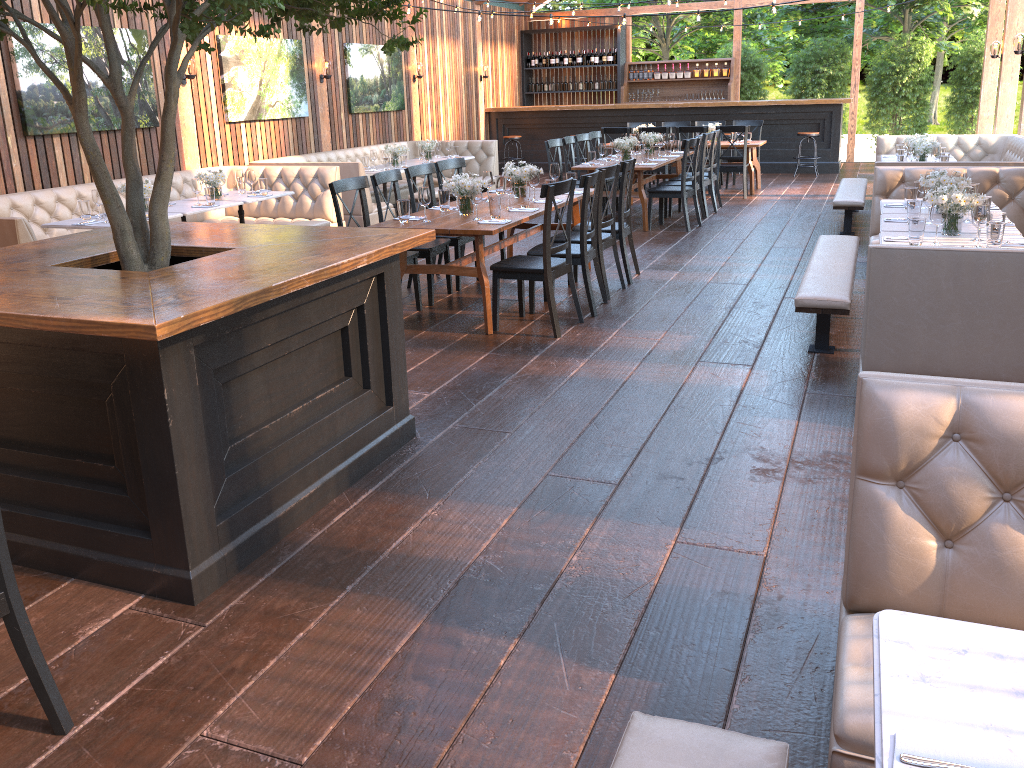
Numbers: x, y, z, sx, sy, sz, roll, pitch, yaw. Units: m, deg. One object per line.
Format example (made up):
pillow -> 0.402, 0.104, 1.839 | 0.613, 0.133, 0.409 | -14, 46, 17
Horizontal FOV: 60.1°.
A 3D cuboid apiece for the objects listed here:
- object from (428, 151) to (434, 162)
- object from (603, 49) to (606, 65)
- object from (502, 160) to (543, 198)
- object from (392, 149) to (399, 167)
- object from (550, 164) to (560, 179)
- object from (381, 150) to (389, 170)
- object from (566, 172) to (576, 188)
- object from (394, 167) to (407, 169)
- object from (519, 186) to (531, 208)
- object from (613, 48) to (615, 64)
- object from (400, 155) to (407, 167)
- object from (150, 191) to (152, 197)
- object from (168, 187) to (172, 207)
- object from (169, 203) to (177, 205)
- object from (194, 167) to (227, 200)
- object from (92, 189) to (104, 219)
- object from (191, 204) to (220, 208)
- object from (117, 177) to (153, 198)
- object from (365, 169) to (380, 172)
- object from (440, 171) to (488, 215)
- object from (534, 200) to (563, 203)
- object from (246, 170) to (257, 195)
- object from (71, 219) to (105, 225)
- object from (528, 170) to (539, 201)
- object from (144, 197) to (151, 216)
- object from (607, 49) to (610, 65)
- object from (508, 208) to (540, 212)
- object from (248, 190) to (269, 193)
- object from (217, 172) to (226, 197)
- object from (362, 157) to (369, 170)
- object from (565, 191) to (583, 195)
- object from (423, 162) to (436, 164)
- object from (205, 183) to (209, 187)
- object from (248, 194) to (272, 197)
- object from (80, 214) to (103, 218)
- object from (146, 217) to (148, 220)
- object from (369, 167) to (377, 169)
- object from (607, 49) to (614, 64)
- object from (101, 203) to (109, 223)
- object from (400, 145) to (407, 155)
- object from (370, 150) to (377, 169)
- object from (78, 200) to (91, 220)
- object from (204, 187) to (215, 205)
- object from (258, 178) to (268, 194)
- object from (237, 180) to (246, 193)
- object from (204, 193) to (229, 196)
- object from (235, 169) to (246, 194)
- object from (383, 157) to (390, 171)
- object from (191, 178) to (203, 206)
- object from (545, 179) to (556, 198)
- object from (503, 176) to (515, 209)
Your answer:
object -> -1.116, -3.150, 12.255 | 0.092, 0.155, 0.093 | 1, 16, 9
object -> 1.934, -6.839, 18.500 | 0.078, 0.307, 0.079 | 3, 16, 17
object -> 0.078, -1.724, 7.437 | 0.338, 0.304, 0.333 | -12, 19, -29
object -> -1.519, -2.939, 11.530 | 0.092, 0.240, 0.093 | -7, 16, -19
object -> 0.377, -1.805, 7.754 | 0.092, 0.240, 0.093 | 5, 17, 24
object -> -1.621, -2.865, 11.319 | 0.092, 0.240, 0.093 | -7, 16, -19
object -> 0.522, -1.781, 7.800 | 0.092, 0.155, 0.093 | -11, 19, -30
object -> -1.423, -2.791, 11.425 | 0.255, 0.018, 0.160 | 6, 20, 22
object -> 0.099, -1.440, 6.818 | 0.092, 0.155, 0.093 | 7, 18, 28
object -> 2.140, -6.891, 18.602 | 0.087, 0.329, 0.089 | -1, 15, 3
object -> -1.412, -2.911, 11.567 | 0.092, 0.155, 0.093 | 1, 16, 9
object -> -3.283, -1.707, 8.141 | 0.092, 0.155, 0.093 | 1, 16, 9
object -> -3.178, -1.760, 8.156 | 0.092, 0.240, 0.093 | -7, 16, -19
object -> -3.267, -1.695, 8.319 | 0.255, 0.018, 0.160 | 6, 20, 22
object -> -2.883, -1.937, 8.556 | 0.338, 0.304, 0.333 | 11, 21, 37
object -> -3.477, -1.512, 7.440 | 0.092, 0.240, 0.093 | -7, 16, -19
object -> -2.813, -1.626, 8.068 | 0.255, 0.018, 0.160 | 6, 20, 22
object -> -3.240, -1.639, 7.698 | 0.338, 0.304, 0.333 | 9, 20, 33
object -> -1.756, -2.725, 11.260 | 0.158, 0.018, 0.259 | 6, 20, 21
object -> -0.340, -1.401, 6.511 | 0.336, 0.304, 0.334 | 4, 18, 17
object -> 0.271, -1.475, 7.121 | 0.255, 0.018, 0.160 | 6, 20, 22
object -> -2.614, -2.022, 8.886 | 0.092, 0.240, 0.093 | 5, 17, 24
object -> -3.441, -1.321, 7.215 | 0.158, 0.018, 0.259 | 6, 20, 21
object -> 0.179, -1.620, 7.217 | 0.092, 0.240, 0.093 | 5, 17, 24
object -> -3.097, -1.507, 7.522 | 0.092, 0.155, 0.093 | 1, 16, 9
object -> 2.040, -6.885, 18.629 | 0.077, 0.304, 0.079 | -2, 15, 1
object -> 0.069, -1.317, 6.668 | 0.255, 0.018, 0.160 | 6, 20, 22
object -> -2.624, -1.986, 9.130 | 0.158, 0.018, 0.259 | 6, 20, 21
object -> -2.898, -1.993, 8.826 | 0.092, 0.240, 0.093 | -7, 16, -19
object -> -1.896, -2.862, 11.470 | 0.092, 0.155, 0.093 | 1, 16, 9
object -> 0.490, -1.655, 7.641 | 0.255, 0.018, 0.160 | 6, 20, 22
object -> -1.127, -3.030, 12.113 | 0.255, 0.018, 0.160 | 6, 20, 22
object -> -3.003, -1.940, 8.811 | 0.092, 0.155, 0.093 | 1, 16, 9
object -> -2.519, -1.874, 8.781 | 0.255, 0.018, 0.160 | 6, 20, 22
object -> -3.566, -1.446, 7.603 | 0.255, 0.018, 0.160 | 6, 20, 22
object -> -3.109, -1.387, 7.380 | 0.255, 0.018, 0.160 | 6, 20, 22
object -> -1.880, -2.850, 11.648 | 0.255, 0.018, 0.160 | 6, 20, 22
object -> 2.056, -6.841, 18.492 | 0.137, 0.310, 0.138 | 7, 18, 28
object -> -3.278, -1.388, 7.182 | 0.092, 0.155, 0.093 | 1, 16, 9
object -> -1.493, -3.163, 12.201 | 0.092, 0.240, 0.093 | -9, 17, -24
object -> -1.792, -2.915, 11.485 | 0.092, 0.240, 0.093 | -7, 16, -19
object -> -3.582, -1.459, 7.425 | 0.092, 0.155, 0.093 | 1, 16, 9
object -> -2.801, -1.746, 8.210 | 0.092, 0.155, 0.093 | 1, 16, 9
object -> -2.507, -1.994, 8.923 | 0.092, 0.155, 0.093 | 1, 16, 9
object -> -2.792, -2.052, 9.127 | 0.092, 0.155, 0.093 | -11, 19, -30
object -> -2.987, -1.927, 8.989 | 0.255, 0.018, 0.160 | 6, 20, 22
object -> -2.765, -2.059, 9.013 | 0.092, 0.240, 0.093 | -7, 16, -19
object -> -1.592, -2.792, 11.227 | 0.092, 0.155, 0.093 | 1, 16, 9
object -> -2.909, -1.775, 8.173 | 0.092, 0.240, 0.093 | -7, 16, -19
object -> 0.317, -1.599, 7.273 | 0.092, 0.155, 0.092 | -15, 21, -39
object -> -0.022, -1.466, 6.774 | 0.092, 0.240, 0.094 | 4, 16, 19
